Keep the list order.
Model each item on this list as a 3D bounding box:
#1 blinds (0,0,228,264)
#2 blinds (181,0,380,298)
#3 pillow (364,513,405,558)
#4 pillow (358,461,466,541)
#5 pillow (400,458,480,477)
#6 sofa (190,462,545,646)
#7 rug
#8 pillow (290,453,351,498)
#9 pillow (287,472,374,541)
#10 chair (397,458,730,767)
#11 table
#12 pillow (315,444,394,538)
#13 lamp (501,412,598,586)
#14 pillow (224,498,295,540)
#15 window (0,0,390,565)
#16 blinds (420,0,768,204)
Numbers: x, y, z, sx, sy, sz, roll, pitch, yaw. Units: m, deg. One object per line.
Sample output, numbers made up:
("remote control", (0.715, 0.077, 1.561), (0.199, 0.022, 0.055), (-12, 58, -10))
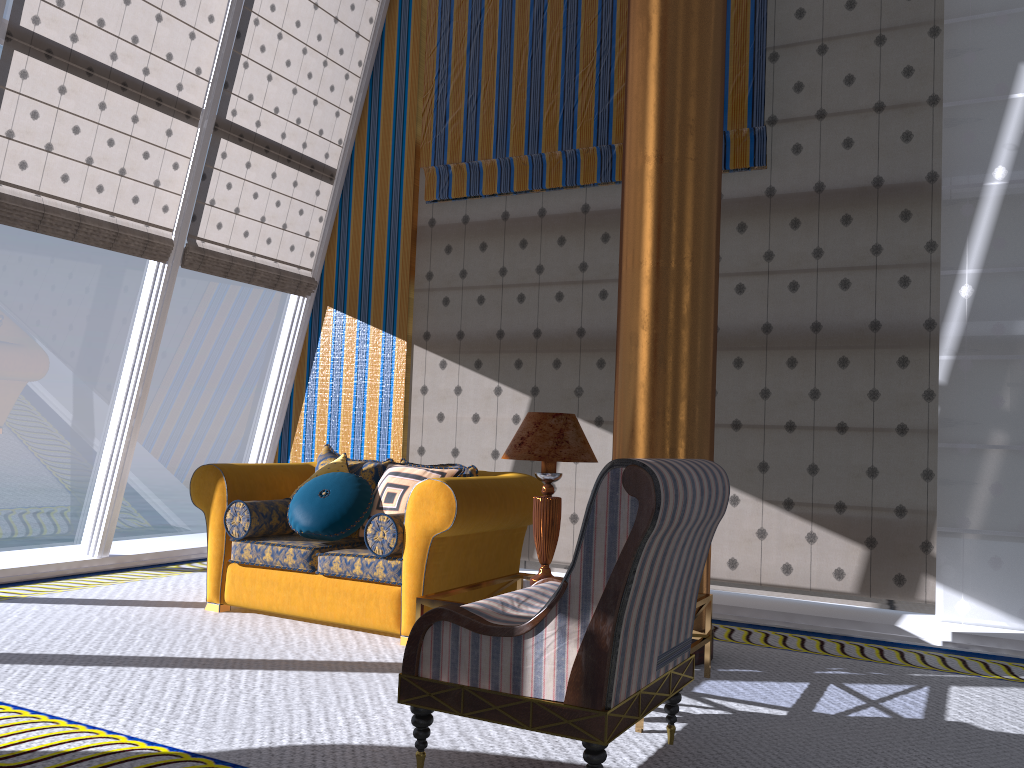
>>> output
("blinds", (-2.250, -2.568, 5.410), (0.867, 3.392, 1.378), (1, -4, 28))
("blinds", (-1.554, -2.454, 6.732), (0.867, 3.392, 1.378), (1, -4, 28))
("pillow", (-0.553, 0.762, 4.546), (0.213, 0.219, 0.376), (0, -4, 32))
("pillow", (-0.567, 0.663, 4.869), (0.517, 0.455, 0.330), (1, -4, 27))
("pillow", (-0.484, 0.736, 5.047), (0.608, 0.609, 0.343), (0, -4, 32))
("sofa", (-0.832, 0.895, 5.067), (1.831, 0.853, 1.021), (0, -4, 29))
("rug", (-0.390, 1.259, 3.950), (6.202, 0.011, 3.627), (0, -4, 27))
("pillow", (-1.038, 0.644, 5.153), (0.605, 0.491, 0.234), (0, -4, 33))
("pillow", (-0.992, 0.668, 4.857), (0.462, 0.367, 0.389), (3, -4, -12))
("chair", (0.203, 0.709, 2.817), (0.777, 0.966, 0.801), (1, -4, 28))
("table", (0.247, 1.086, 3.768), (0.966, 0.369, 0.915), (0, -4, 27))
("pillow", (-1.008, 0.701, 5.310), (0.595, 0.672, 0.358), (0, -4, 35))
("lamp", (0.165, 0.525, 4.059), (0.444, 0.783, 0.448), (2, -3, 13))
("pillow", (-1.408, 0.759, 5.021), (0.213, 0.219, 0.381), (0, -4, 32))
("window", (-5.030, -2.069, 0.789), (1.605, 5.852, 15.610), (1, -4, 28))
("blinds", (0.524, -2.897, 6.424), (2.637, 2.988, 0.153), (1, -4, 27))
